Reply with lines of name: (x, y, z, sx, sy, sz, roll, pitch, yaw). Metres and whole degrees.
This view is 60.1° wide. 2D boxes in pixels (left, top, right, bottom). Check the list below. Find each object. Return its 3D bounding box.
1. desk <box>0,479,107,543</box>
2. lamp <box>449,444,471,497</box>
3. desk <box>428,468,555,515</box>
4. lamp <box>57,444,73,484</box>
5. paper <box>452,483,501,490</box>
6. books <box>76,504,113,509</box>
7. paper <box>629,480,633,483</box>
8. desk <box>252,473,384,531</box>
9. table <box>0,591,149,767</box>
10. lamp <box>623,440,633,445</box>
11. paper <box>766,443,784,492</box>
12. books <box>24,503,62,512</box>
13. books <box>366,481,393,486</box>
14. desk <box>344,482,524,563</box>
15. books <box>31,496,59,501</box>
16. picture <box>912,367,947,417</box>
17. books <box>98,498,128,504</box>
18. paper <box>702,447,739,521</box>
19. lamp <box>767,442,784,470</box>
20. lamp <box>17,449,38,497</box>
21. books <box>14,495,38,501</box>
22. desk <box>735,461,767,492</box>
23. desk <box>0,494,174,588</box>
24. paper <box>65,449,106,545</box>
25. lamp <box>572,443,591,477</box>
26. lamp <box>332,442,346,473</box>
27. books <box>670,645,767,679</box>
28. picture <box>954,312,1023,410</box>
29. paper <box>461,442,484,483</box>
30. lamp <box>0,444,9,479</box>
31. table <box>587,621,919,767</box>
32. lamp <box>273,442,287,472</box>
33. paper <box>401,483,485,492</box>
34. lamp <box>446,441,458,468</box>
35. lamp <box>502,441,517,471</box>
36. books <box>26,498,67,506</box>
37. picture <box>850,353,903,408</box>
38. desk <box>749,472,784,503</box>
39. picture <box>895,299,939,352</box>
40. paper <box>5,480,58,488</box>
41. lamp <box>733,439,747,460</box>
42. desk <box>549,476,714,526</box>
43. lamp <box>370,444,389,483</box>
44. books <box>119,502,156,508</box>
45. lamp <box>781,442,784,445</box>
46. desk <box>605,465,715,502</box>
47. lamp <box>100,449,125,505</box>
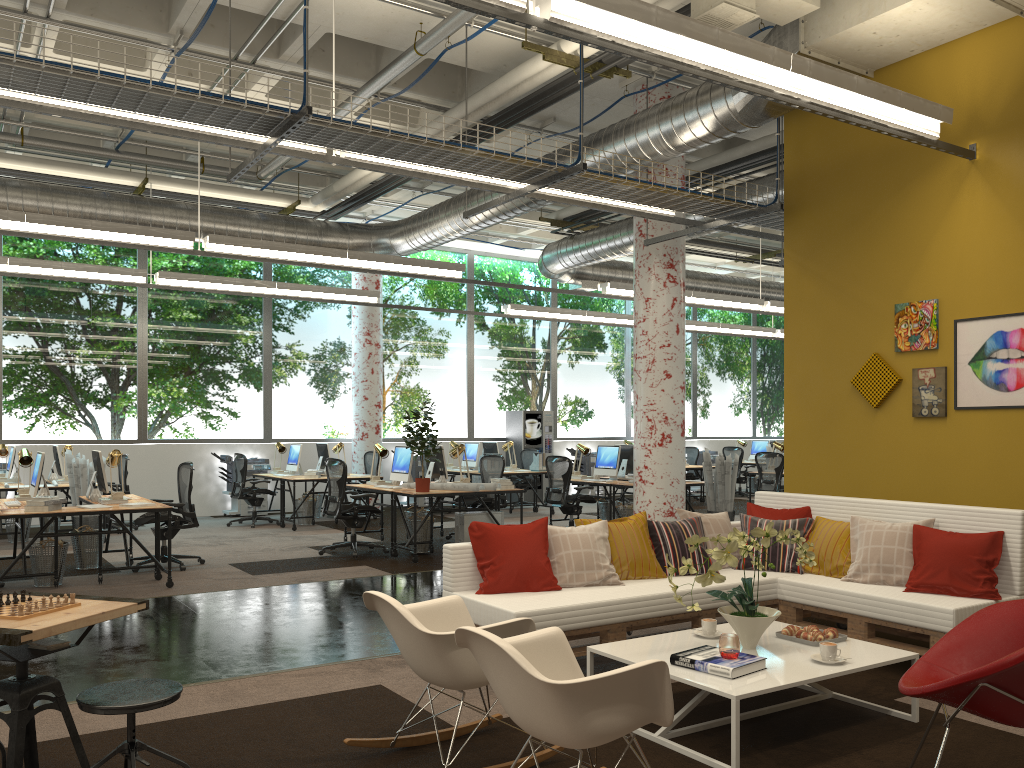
desk: (-6.192, 1.655, 11.551, 1.401, 0.724, 1.942, 2, -3, -33)
lamp: (-0.600, 1.012, 10.441, 0.209, 0.610, 0.528, 0, -1, -13)
desk: (-0.389, 1.855, 15.300, 1.401, 0.724, 1.942, 2, -3, -33)
lamp: (-5.825, 1.093, 11.557, 0.209, 0.610, 0.528, 0, -1, -13)
paper: (-0.658, 1.146, 9.979, 1.134, 0.082, 0.083, -1, -2, 22)
books: (-3.700, 1.087, 7.851, 0.243, 0.019, 0.205, -2, -4, 34)
paper: (1.893, 1.271, 11.559, 0.626, 0.061, 0.568, 2, -4, -35)
desk: (-3.013, 1.765, 13.605, 1.401, 0.724, 1.942, 2, -3, -33)
table: (-1.781, 1.196, 3.197, 0.626, 0.759, 0.616, 0, -1, 17)
lamp: (2.289, 1.432, 17.898, 0.219, 0.610, 0.528, 0, -1, -13)
paper: (4.675, 1.633, 15.566, 0.440, 1.198, 0.412, 0, 0, 35)
books: (-4.013, 1.057, 7.580, 0.200, 0.050, 0.272, 0, -3, -5)
books: (-1.619, 1.213, 10.837, 0.225, 0.038, 0.309, 2, -4, -33)
desk: (-0.967, 1.574, 10.435, 1.401, 0.724, 1.942, 2, -3, -33)
books: (-4.007, 0.979, 7.596, 0.153, 0.030, 0.185, 0, -3, -5)
picture: (3.011, 0.060, 6.388, 0.027, 0.355, 0.252, 0, -1, -33)
books: (-3.783, 1.105, 8.394, 0.225, 0.038, 0.309, 2, -4, -33)
paper: (2.660, 1.409, 11.366, 0.440, 1.198, 0.412, 0, 0, 35)
lamp: (4.355, 1.261, 14.703, 0.219, 0.610, 0.528, 0, -1, -13)
lamp: (-4.806, 0.945, 8.789, 0.219, 0.610, 0.528, 0, -1, -13)
books: (-4.788, 1.124, 8.756, 0.225, 0.038, 0.309, 2, -4, -33)
desk: (5.688, 2.065, 19.226, 1.401, 0.724, 1.942, 2, -3, -33)
desk: (-4.136, 1.485, 8.355, 1.401, 0.724, 1.942, 2, -3, -33)
paper: (-5.160, 1.375, 10.725, 0.440, 1.198, 0.412, 0, 0, 35)
lamp: (0.963, 1.150, 12.628, 0.209, 0.610, 0.528, 0, -1, -13)
lamp: (-2.647, 1.203, 13.610, 0.209, 0.610, 0.528, 0, -1, -13)
books: (0.941, 1.266, 4.039, 0.279, 0.048, 0.334, 3, -4, -42)
picture: (3.308, -0.151, 5.940, 0.018, 0.632, 0.706, 0, -1, -33)
paper: (-0.739, 1.688, 16.597, 0.440, 1.198, 0.412, 0, 0, 35)
lamp: (-6.857, 1.116, 11.986, 0.209, 0.610, 0.528, 0, -1, -13)
table: (1.170, 1.471, 4.348, 1.263, 0.330, 0.985, 2, -3, -33)
lamp: (-3.683, 1.226, 14.039, 0.219, 0.610, 0.528, 0, -1, -13)
paper: (-0.799, 1.141, 9.889, 1.134, 0.082, 0.083, -2, -2, 32)
lamp: (-1.054, 1.316, 15.735, 0.209, 0.610, 0.528, 0, -1, -13)
lamp: (-0.017, 1.293, 15.307, 0.219, 0.610, 0.528, 0, -1, -13)
books: (-3.991, 1.011, 7.596, 0.193, 0.044, 0.257, -1, -3, 15)
picture: (2.770, -0.027, 6.742, 0.047, 0.424, 0.425, 0, -1, -33)
desk: (5.025, 1.800, 14.269, 1.401, 0.724, 1.942, 2, -3, -33)
picture: (2.955, -0.423, 6.475, 0.027, 0.355, 0.331, 0, -1, -33)
paper: (-5.927, 1.236, 10.918, 0.626, 0.061, 0.568, 2, -4, -35)
lamp: (5.018, 1.526, 19.660, 0.219, 0.610, 0.528, 0, -1, -13)
desk: (1.629, 1.690, 12.192, 1.401, 0.724, 1.942, 2, -3, -33)
lamp: (-1.637, 1.035, 10.870, 0.219, 0.610, 0.528, 0, -1, -13)
books: (-3.387, 1.093, 8.003, 0.200, 0.024, 0.235, -2, -4, 30)
lamp: (6.059, 1.503, 19.233, 0.219, 0.610, 0.528, 0, -1, -13)
desk: (2.960, 1.971, 17.463, 1.401, 0.724, 1.942, 2, -3, -33)
lamp: (-3.765, 0.923, 8.361, 0.219, 0.610, 0.528, 0, -1, -13)
